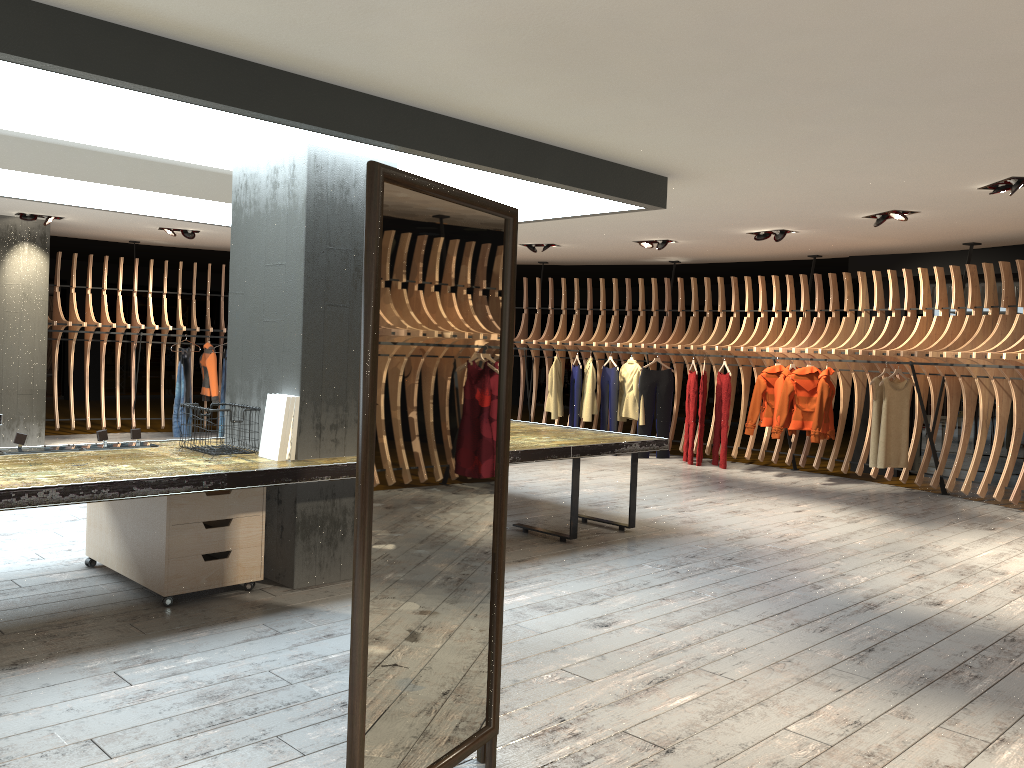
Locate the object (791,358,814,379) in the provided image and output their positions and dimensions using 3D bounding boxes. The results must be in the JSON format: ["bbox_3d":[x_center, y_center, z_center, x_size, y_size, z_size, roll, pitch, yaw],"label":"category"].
[{"bbox_3d":[3.549,-0.176,10.552,0.525,0.270,0.012,2,1,-15],"label":"object"}]

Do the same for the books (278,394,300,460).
[{"bbox_3d":[-1.305,0.246,5.108,0.047,0.368,0.215,1,2,-45],"label":"books"}]

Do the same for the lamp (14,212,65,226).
[{"bbox_3d":[-5.590,-2.026,10.496,0.492,0.292,0.269,1,2,-38],"label":"lamp"}]

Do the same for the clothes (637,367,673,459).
[{"bbox_3d":[1.943,0.447,12.073,0.539,1.352,0.087,2,1,-20],"label":"clothes"}]

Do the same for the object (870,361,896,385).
[{"bbox_3d":[4.092,-0.119,9.684,0.525,0.270,0.012,1,2,-30],"label":"object"}]

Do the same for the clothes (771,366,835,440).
[{"bbox_3d":[3.510,0.227,10.573,0.839,0.881,0.201,2,1,-15],"label":"clothes"}]

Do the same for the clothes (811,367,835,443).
[{"bbox_3d":[3.643,0.240,10.366,0.201,0.881,0.839,3,2,25],"label":"clothes"}]

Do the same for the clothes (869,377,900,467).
[{"bbox_3d":[4.079,0.410,9.695,0.465,0.988,0.096,1,2,-33],"label":"clothes"}]

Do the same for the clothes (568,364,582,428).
[{"bbox_3d":[0.892,0.388,12.638,0.087,1.352,0.539,2,1,-10],"label":"clothes"}]

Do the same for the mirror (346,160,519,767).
[{"bbox_3d":[-0.260,0.330,3.373,0.443,1.891,2.113,2,2,-4],"label":"mirror"}]

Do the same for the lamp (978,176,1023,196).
[{"bbox_3d":[3.688,-1.513,6.531,0.269,0.294,0.493,2,2,0],"label":"lamp"}]

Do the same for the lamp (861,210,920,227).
[{"bbox_3d":[3.461,-1.586,8.101,0.269,0.292,0.493,2,2,-12],"label":"lamp"}]

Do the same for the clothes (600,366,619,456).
[{"bbox_3d":[1.356,0.414,12.412,0.087,1.352,0.539,2,2,-20],"label":"clothes"}]

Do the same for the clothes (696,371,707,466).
[{"bbox_3d":[2.494,0.493,11.649,0.093,1.337,0.552,3,1,15],"label":"clothes"}]

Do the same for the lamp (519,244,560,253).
[{"bbox_3d":[0.366,-1.844,11.511,0.493,0.284,0.269,3,2,25],"label":"lamp"}]

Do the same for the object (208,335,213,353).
[{"bbox_3d":[-4.323,-0.562,12.649,0.012,0.270,0.525,1,2,-30],"label":"object"}]

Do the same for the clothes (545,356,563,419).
[{"bbox_3d":[0.616,0.046,12.752,0.250,0.889,0.705,2,2,6],"label":"clothes"}]

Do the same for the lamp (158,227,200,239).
[{"bbox_3d":[-4.263,-2.008,11.365,0.492,0.296,0.269,1,2,-25],"label":"lamp"}]

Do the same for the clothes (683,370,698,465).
[{"bbox_3d":[2.367,0.484,11.756,0.093,1.337,0.552,2,1,0],"label":"clothes"}]

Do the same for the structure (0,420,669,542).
[{"bbox_3d":[-7.014,0.642,2.292,18.473,0.844,4.838,0,3,-45],"label":"structure"}]

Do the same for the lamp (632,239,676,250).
[{"bbox_3d":[1.729,-1.754,10.704,0.493,0.296,0.269,4,2,39],"label":"lamp"}]

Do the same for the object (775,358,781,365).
[{"bbox_3d":[3.268,-0.201,10.894,0.525,0.270,0.012,1,2,-30],"label":"object"}]

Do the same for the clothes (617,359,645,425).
[{"bbox_3d":[1.627,0.102,12.260,0.250,0.889,0.705,2,2,-24],"label":"clothes"}]

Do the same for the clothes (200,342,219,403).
[{"bbox_3d":[-4.333,-0.158,12.685,0.201,0.881,0.840,1,2,-30],"label":"clothes"}]

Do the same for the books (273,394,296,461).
[{"bbox_3d":[-1.335,0.246,5.079,0.075,0.367,0.215,1,2,-45],"label":"books"}]

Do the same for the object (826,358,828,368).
[{"bbox_3d":[3.683,-0.164,10.368,0.012,0.270,0.525,3,2,25],"label":"object"}]

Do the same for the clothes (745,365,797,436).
[{"bbox_3d":[3.227,0.203,10.908,0.839,0.881,0.201,1,2,-30],"label":"clothes"}]

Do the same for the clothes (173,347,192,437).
[{"bbox_3d":[-4.624,0.190,12.531,0.200,1.421,0.309,3,1,22],"label":"clothes"}]

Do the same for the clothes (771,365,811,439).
[{"bbox_3d":[3.415,0.216,10.767,0.839,0.881,0.201,1,2,-40],"label":"clothes"}]

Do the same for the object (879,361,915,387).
[{"bbox_3d":[4.171,-0.111,9.579,0.525,0.270,0.012,1,2,-25],"label":"object"}]

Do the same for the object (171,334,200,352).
[{"bbox_3d":[-4.598,-0.578,12.508,0.023,0.243,0.549,3,2,27],"label":"object"}]

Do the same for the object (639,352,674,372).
[{"bbox_3d":[1.971,-0.300,12.048,0.525,0.270,0.012,1,1,-20],"label":"object"}]

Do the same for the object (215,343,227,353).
[{"bbox_3d":[-4.042,-0.566,12.748,0.023,0.243,0.549,3,2,42],"label":"object"}]

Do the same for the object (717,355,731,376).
[{"bbox_3d":[2.742,-0.243,11.436,0.012,0.270,0.525,2,2,-5],"label":"object"}]

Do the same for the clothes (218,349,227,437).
[{"bbox_3d":[-4.076,0.202,12.761,0.200,1.421,0.309,3,2,37],"label":"clothes"}]

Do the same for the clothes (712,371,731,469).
[{"bbox_3d":[2.708,0.509,11.456,0.093,1.337,0.552,2,1,-5],"label":"clothes"}]

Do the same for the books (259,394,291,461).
[{"bbox_3d":[-1.354,0.246,5.059,0.073,0.368,0.215,1,2,-45],"label":"books"}]

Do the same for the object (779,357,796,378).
[{"bbox_3d":[3.404,-0.190,10.759,0.525,0.270,0.012,0,2,-40],"label":"object"}]

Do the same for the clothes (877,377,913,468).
[{"bbox_3d":[4.143,0.417,9.593,0.465,0.988,0.096,1,2,-28],"label":"clothes"}]

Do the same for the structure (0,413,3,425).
[{"bbox_3d":[-8.155,0.541,3.746,10.450,0.844,1.163,0,3,-45],"label":"structure"}]

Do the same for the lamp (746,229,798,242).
[{"bbox_3d":[2.804,-1.666,9.547,0.269,0.298,0.493,1,2,-36],"label":"lamp"}]

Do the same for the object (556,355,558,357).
[{"bbox_3d":[0.643,-0.374,12.741,0.012,0.270,0.525,2,2,10],"label":"object"}]

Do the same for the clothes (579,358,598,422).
[{"bbox_3d":[1.106,0.073,12.555,0.250,0.889,0.705,2,2,-4],"label":"clothes"}]

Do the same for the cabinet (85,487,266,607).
[{"bbox_3d":[-2.002,0.824,5.204,0.593,0.630,1.132,0,3,-45],"label":"cabinet"}]

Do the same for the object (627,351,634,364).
[{"bbox_3d":[1.653,-0.318,12.254,0.012,0.270,0.525,2,2,-20],"label":"object"}]

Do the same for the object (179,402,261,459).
[{"bbox_3d":[-1.711,0.267,5.195,0.329,0.289,0.460,0,3,-42],"label":"object"}]

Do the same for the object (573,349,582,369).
[{"bbox_3d":[0.927,-0.359,12.619,0.012,0.270,0.525,2,2,-10],"label":"object"}]

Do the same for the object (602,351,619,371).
[{"bbox_3d":[1.378,-0.333,12.395,0.012,0.270,0.525,2,2,-20],"label":"object"}]

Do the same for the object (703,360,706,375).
[{"bbox_3d":[2.527,-0.259,11.627,0.012,0.270,0.525,3,2,15],"label":"object"}]

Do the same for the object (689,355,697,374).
[{"bbox_3d":[2.401,-0.268,11.736,0.012,0.270,0.525,2,2,0],"label":"object"}]
